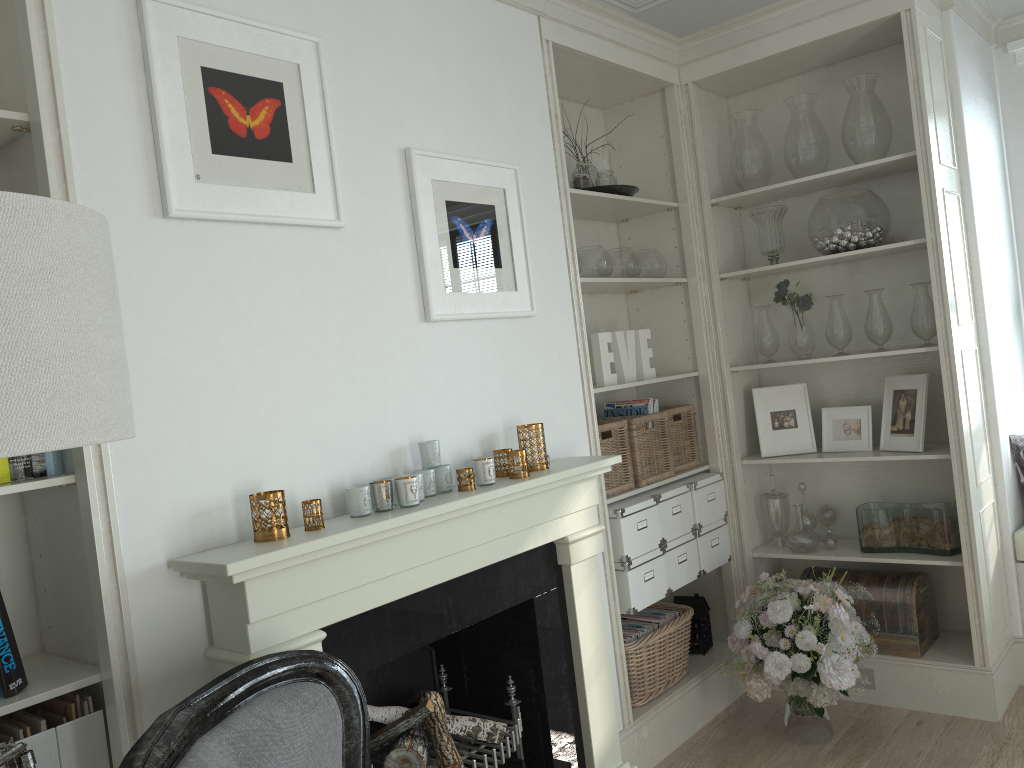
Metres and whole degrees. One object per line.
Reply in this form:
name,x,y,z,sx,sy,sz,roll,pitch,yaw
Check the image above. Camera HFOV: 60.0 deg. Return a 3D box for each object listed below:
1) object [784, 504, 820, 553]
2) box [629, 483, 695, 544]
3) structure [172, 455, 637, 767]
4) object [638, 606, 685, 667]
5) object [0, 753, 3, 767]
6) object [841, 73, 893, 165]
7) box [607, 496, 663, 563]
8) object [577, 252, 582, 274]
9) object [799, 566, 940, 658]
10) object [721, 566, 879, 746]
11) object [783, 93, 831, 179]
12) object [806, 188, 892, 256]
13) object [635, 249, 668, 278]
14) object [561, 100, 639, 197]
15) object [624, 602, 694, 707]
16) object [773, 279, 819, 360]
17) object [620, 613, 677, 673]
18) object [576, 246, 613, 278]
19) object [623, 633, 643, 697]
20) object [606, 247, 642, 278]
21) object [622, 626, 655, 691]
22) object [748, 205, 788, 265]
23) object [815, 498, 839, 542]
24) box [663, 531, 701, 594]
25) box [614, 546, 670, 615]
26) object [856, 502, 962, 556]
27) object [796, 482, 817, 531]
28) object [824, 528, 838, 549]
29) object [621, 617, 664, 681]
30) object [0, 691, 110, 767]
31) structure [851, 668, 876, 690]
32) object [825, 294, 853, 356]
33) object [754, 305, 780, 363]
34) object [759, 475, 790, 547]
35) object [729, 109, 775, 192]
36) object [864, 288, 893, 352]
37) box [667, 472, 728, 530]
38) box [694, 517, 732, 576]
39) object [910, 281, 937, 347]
object,1.237,0.616,3.796,0.148,0.200,0.148,-7,1,7
box,0.494,0.524,3.606,0.400,0.191,0.270,-6,1,40
structure,-0.220,0.901,2.450,1.026,1.191,1.432,-6,1,40
object,0.571,1.038,3.640,0.274,0.238,0.088,-6,1,39
object,-1.105,0.852,1.680,0.294,0.360,0.188,-6,1,40
object,1.423,-1.046,3.568,0.193,0.362,0.193,-7,1,23
box,0.326,0.547,3.383,0.400,0.191,0.270,-6,1,40
object,0.171,-0.450,3.349,0.185,0.140,0.185,-7,1,-30
object,1.470,0.922,3.685,0.475,0.297,0.290,-6,1,40
object,1.078,1.004,3.321,0.570,0.643,0.544,-6,1,31
object,1.243,-1.027,3.750,0.193,0.362,0.193,-7,1,23
object,1.384,-0.657,3.649,0.329,0.249,0.329,-7,1,15
object,0.581,-0.507,3.845,0.185,0.140,0.185,-7,1,-30
object,0.322,-0.975,3.621,0.457,0.485,0.399,-7,1,-10
object,0.468,1.064,3.516,0.408,0.263,0.554,-6,1,40
object,1.239,-0.284,3.841,0.166,0.355,0.206,-7,1,-11
object,0.519,1.045,3.577,0.274,0.238,0.088,-6,1,40
object,0.308,-0.469,3.514,0.185,0.140,0.185,-7,1,-30
object,0.360,1.067,3.397,0.274,0.238,0.088,-6,1,40
object,0.445,-0.488,3.680,0.185,0.140,0.185,-7,1,-30
object,0.412,1.060,3.448,0.274,0.238,0.088,-6,1,40
object,1.126,-0.631,3.848,0.168,0.256,0.168,-7,1,-2
object,1.400,0.601,3.939,0.094,0.188,0.094,-7,1,-8
box,0.516,0.713,3.602,0.400,0.191,0.270,-6,1,40
box,0.353,0.736,3.390,0.400,0.191,0.270,-6,1,40
object,1.611,0.584,3.599,0.387,0.180,0.171,-6,1,40
object,1.304,0.570,3.944,0.088,0.271,0.088,-6,1,45
object,1.354,0.658,3.774,0.056,0.090,0.056,-7,1,-19
object,0.464,1.053,3.511,0.274,0.238,0.088,-6,1,39
object,-0.983,0.827,1.829,0.294,0.378,0.188,-6,1,40
structure,1.386,1.178,3.561,0.140,0.084,0.010,-6,1,40
object,1.370,-0.246,3.727,0.110,0.251,0.110,-7,1,12
object,1.128,-0.220,3.930,0.110,0.251,0.110,-7,1,12
object,1.171,0.563,3.937,0.129,0.315,0.129,-6,1,45
object,1.049,-1.005,3.901,0.193,0.362,0.193,-7,1,23
object,1.494,-0.260,3.623,0.110,0.251,0.110,-7,1,12
box,0.675,0.499,3.805,0.400,0.191,0.270,-6,1,40
box,0.692,0.688,3.813,0.400,0.191,0.270,-6,1,40
object,1.631,-0.275,3.508,0.110,0.251,0.110,-7,1,12
